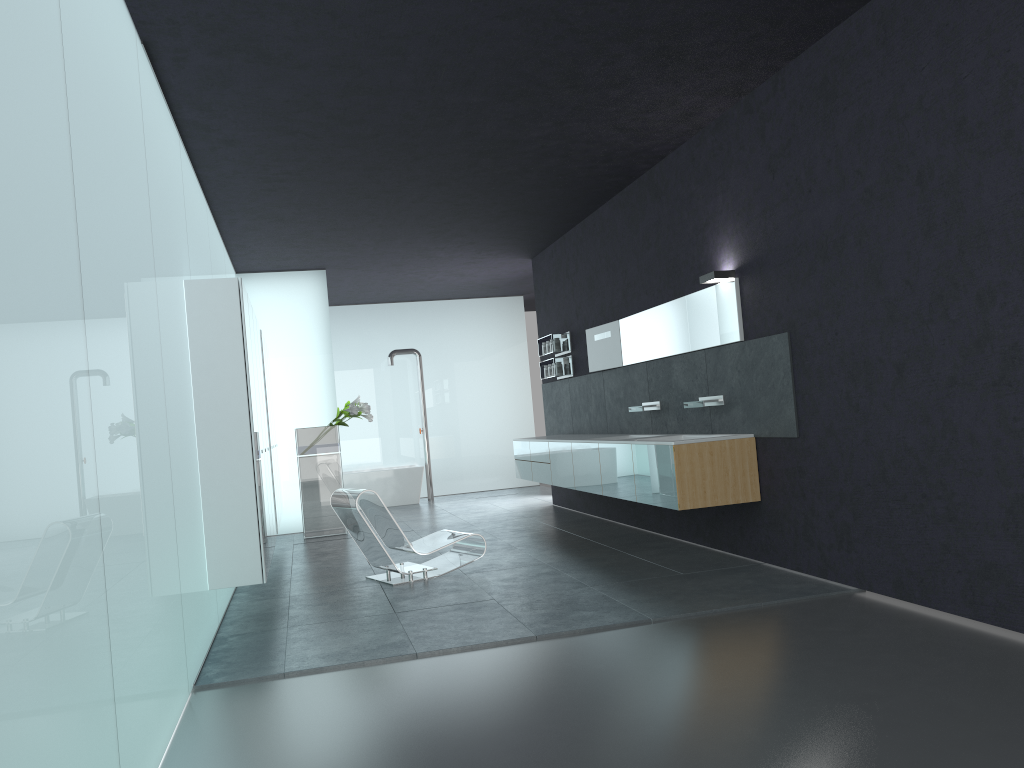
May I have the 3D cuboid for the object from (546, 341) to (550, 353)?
[{"bbox_3d":[0.529,-0.513,12.445,0.096,0.184,0.068,-5,-1,-5],"label":"object"}]

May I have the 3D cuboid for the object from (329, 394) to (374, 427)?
[{"bbox_3d":[-2.419,0.546,12.248,1.023,0.779,0.975,-4,-2,-21],"label":"object"}]

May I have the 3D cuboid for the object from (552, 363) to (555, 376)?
[{"bbox_3d":[0.600,-0.197,12.257,0.096,0.184,0.068,-5,-1,-15],"label":"object"}]

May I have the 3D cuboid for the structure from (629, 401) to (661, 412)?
[{"bbox_3d":[1.395,0.243,9.404,0.186,0.088,0.482,-4,-2,-14],"label":"structure"}]

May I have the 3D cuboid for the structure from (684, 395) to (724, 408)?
[{"bbox_3d":[1.723,0.163,8.025,0.186,0.088,0.482,-4,-2,-14],"label":"structure"}]

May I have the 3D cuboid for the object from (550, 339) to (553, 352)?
[{"bbox_3d":[0.572,-0.524,12.262,0.096,0.184,0.068,-5,-1,-15],"label":"object"}]

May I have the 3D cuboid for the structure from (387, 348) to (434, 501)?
[{"bbox_3d":[-1.860,0.785,16.270,0.642,2.871,0.123,-5,-1,-14],"label":"structure"}]

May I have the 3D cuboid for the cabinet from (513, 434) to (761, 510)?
[{"bbox_3d":[1.035,0.875,9.972,0.734,0.556,5.588,-5,-2,-14],"label":"cabinet"}]

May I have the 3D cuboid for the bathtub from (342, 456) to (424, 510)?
[{"bbox_3d":[-2.611,1.799,16.058,1.977,0.858,0.961,-4,-2,-14],"label":"bathtub"}]

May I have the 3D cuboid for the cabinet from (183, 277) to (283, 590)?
[{"bbox_3d":[-2.748,0.514,9.268,0.398,2.214,6.009,-5,-2,-14],"label":"cabinet"}]

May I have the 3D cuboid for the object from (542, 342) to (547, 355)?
[{"bbox_3d":[0.479,-0.501,12.653,0.096,0.184,0.068,-4,-1,-22],"label":"object"}]

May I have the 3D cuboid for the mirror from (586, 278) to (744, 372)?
[{"bbox_3d":[1.461,-0.520,9.222,0.109,0.532,3.725,-5,-2,-15],"label":"mirror"}]

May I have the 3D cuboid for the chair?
[{"bbox_3d":[-0.958,1.355,8.280,1.260,0.870,0.629,-4,-2,-32],"label":"chair"}]

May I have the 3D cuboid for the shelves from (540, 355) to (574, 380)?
[{"bbox_3d":[0.618,-0.217,12.387,0.265,0.285,0.770,-5,-2,-14],"label":"shelves"}]

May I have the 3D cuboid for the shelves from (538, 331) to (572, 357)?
[{"bbox_3d":[0.589,-0.543,12.392,0.265,0.285,0.770,-5,-2,-14],"label":"shelves"}]

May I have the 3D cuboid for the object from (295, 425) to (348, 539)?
[{"bbox_3d":[-2.656,1.341,12.319,0.584,1.490,0.575,-5,-1,-14],"label":"object"}]

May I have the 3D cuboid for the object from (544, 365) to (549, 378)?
[{"bbox_3d":[0.507,-0.175,12.648,0.096,0.184,0.068,-4,-1,-22],"label":"object"}]

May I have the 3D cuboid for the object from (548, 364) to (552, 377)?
[{"bbox_3d":[0.557,-0.187,12.440,0.096,0.184,0.068,-5,-1,-5],"label":"object"}]

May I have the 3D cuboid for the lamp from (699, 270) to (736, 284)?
[{"bbox_3d":[1.755,-0.915,7.583,0.198,0.066,0.277,-4,-2,-14],"label":"lamp"}]
